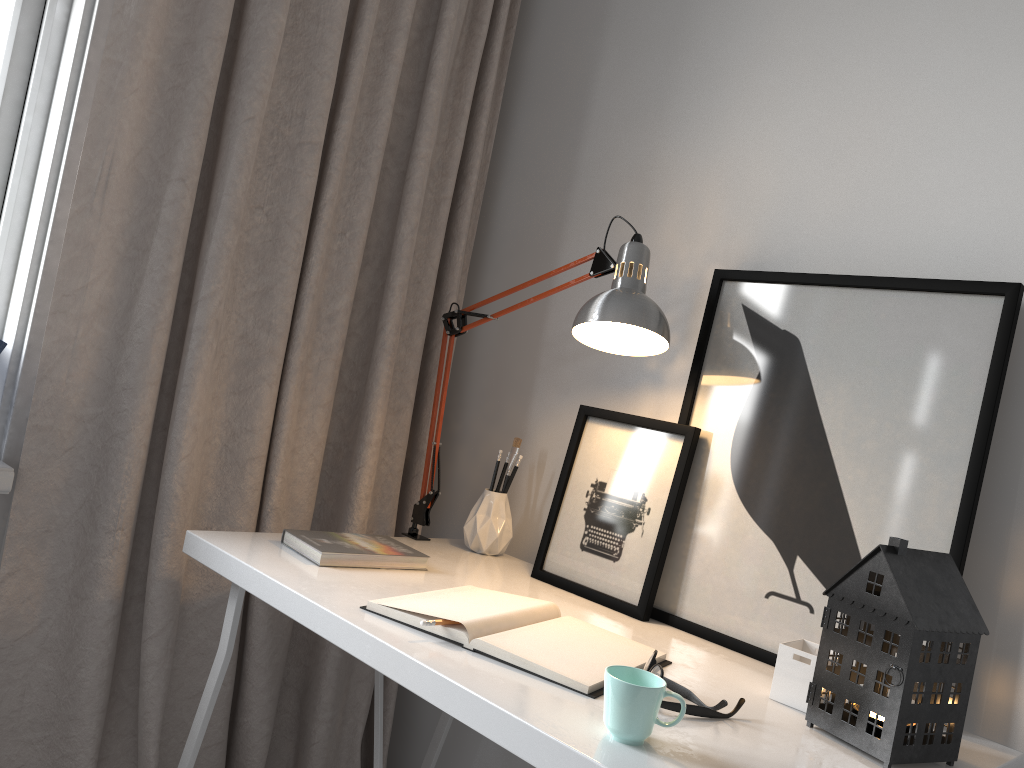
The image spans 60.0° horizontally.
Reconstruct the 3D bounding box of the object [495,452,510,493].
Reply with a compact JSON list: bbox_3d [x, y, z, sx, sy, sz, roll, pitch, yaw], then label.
[{"bbox_3d":[-0.036,0.240,1.819,0.008,0.207,0.054,11,-1,32],"label":"object"}]

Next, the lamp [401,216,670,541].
[{"bbox_3d":[0.000,0.045,1.616,0.568,0.745,0.164,11,-1,40],"label":"lamp"}]

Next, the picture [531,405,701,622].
[{"bbox_3d":[0.179,0.217,1.578,0.261,0.333,0.062,11,-1,45],"label":"picture"}]

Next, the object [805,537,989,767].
[{"bbox_3d":[0.462,0.310,1.060,0.135,0.248,0.135,12,-1,-29],"label":"object"}]

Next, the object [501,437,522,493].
[{"bbox_3d":[-0.018,0.226,1.813,0.023,0.239,0.028,11,-1,42],"label":"object"}]

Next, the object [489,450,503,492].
[{"bbox_3d":[-0.047,0.237,1.813,0.008,0.207,0.054,11,-1,10],"label":"object"}]

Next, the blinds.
[{"bbox_3d":[-0.374,-0.299,1.706,0.225,2.680,0.831,10,-1,45],"label":"blinds"}]

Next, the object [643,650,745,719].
[{"bbox_3d":[0.198,0.361,1.058,0.133,0.047,0.114,11,-1,33],"label":"object"}]

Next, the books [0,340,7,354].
[{"bbox_3d":[-0.918,0.010,1.448,0.101,0.211,0.175,12,-1,-42],"label":"books"}]

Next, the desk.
[{"bbox_3d":[-0.010,0.741,1.297,1.163,0.776,0.641,11,-1,45],"label":"desk"}]

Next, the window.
[{"bbox_3d":[-1.175,-0.707,1.226,0.079,1.537,1.047,10,-1,45],"label":"window"}]

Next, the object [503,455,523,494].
[{"bbox_3d":[-0.022,0.241,1.799,0.054,0.207,0.008,11,-1,28],"label":"object"}]

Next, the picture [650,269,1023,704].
[{"bbox_3d":[0.460,0.128,1.380,0.493,0.614,0.062,11,-1,45],"label":"picture"}]

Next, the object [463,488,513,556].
[{"bbox_3d":[-0.045,0.280,1.803,0.101,0.126,0.101,11,-1,45],"label":"object"}]

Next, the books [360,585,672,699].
[{"bbox_3d":[0.003,0.332,1.209,0.358,0.029,0.290,11,-1,31],"label":"books"}]

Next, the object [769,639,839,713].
[{"bbox_3d":[0.393,0.386,1.172,0.065,0.073,0.078,11,-1,41],"label":"object"}]

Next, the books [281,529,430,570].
[{"bbox_3d":[-0.267,0.283,1.518,0.207,0.024,0.149,12,-1,-38],"label":"books"}]

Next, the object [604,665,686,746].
[{"bbox_3d":[0.128,0.335,0.912,0.082,0.065,0.064,11,-1,44],"label":"object"}]
